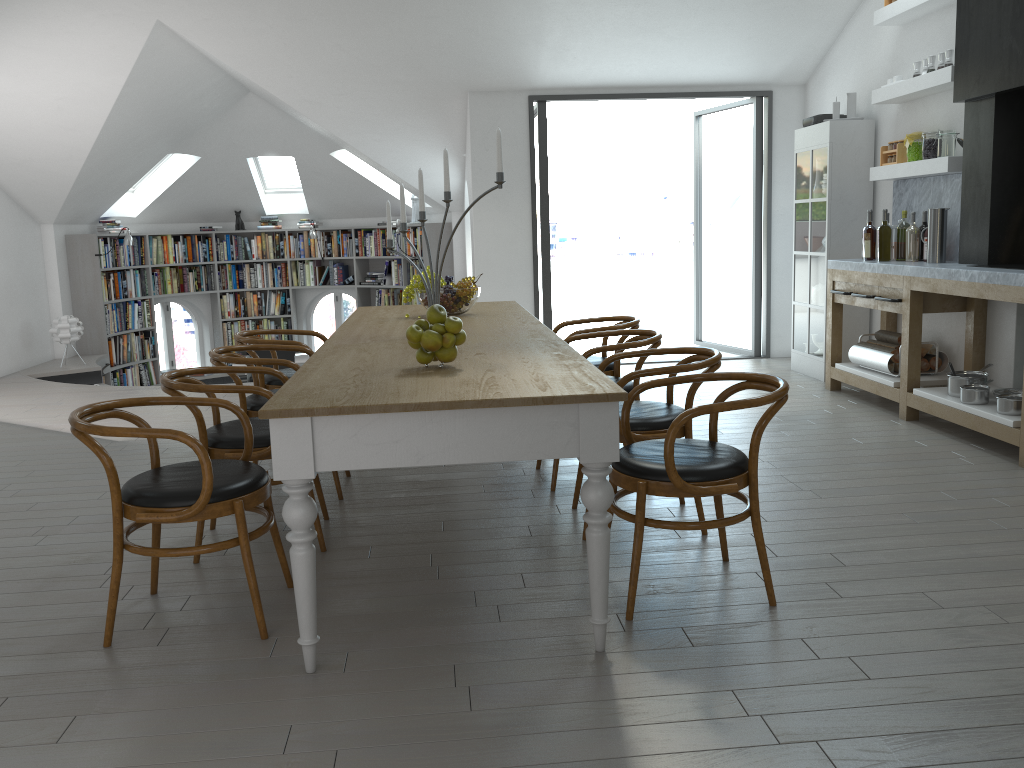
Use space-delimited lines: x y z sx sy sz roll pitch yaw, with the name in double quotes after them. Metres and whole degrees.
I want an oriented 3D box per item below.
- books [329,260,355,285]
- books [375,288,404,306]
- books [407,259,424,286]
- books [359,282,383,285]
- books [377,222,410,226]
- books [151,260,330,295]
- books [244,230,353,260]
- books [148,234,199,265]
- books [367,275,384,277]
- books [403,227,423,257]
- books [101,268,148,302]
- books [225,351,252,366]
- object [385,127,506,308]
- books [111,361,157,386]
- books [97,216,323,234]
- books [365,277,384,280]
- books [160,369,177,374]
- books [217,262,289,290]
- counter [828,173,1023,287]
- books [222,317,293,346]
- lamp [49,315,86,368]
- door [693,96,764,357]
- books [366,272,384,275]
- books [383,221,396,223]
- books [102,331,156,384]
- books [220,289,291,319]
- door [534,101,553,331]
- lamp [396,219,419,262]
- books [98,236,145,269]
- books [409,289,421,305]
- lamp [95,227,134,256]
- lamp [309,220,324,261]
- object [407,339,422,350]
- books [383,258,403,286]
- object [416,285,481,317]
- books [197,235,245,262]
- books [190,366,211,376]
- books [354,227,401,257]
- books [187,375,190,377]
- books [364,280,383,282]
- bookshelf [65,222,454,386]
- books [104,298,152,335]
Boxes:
-2.237 -1.506 11.958 0.399 0.339 0.225 1 9 15 "books"
-1.586 -1.093 11.651 0.975 0.350 0.252 6 12 37 "books"
-1.044 -1.357 10.854 0.279 0.356 1.056 -5 10 -19 "books"
-1.769 -1.350 11.831 0.388 0.042 0.367 5 12 35 "books"
-1.522 -2.080 11.521 0.317 0.036 0.336 -11 13 -42 "books"
-3.616 -1.419 11.741 2.531 0.369 0.593 -6 10 -24 "books"
-2.827 -1.883 11.962 1.565 0.365 0.395 -2 9 1 "books"
-4.381 -1.716 11.295 0.269 0.371 0.795 5 12 38 "books"
-1.772 -1.444 11.817 0.227 0.036 0.214 8 14 44 "books"
-1.059 -1.738 10.810 0.293 0.360 1.017 -6 10 -22 "books"
-4.738 -1.180 10.560 0.303 0.346 1.093 0 10 11 "books"
-3.444 -0.351 12.101 1.020 0.305 0.288 -5 10 -20 "books"
-0.320 -0.637 3.865 0.266 0.871 0.777 -7 10 -30 "object"
-4.687 -0.081 10.753 0.283 0.318 0.922 0 10 13 "books"
-3.863 -2.057 11.421 2.819 0.173 0.749 -9 12 -34 "books"
-1.771 -1.413 11.822 0.286 0.031 0.270 8 14 44 "books"
-4.449 -0.156 11.533 0.214 0.036 0.227 -7 11 -28 "books"
-3.492 -1.471 11.982 1.029 0.357 0.301 -5 10 -19 "books"
3.082 -0.620 3.270 0.961 0.617 6.605 -3 10 -5 "counter"
-3.441 -0.712 12.059 1.032 0.356 0.293 -5 10 -20 "books"
-4.616 -0.449 9.213 0.306 0.522 0.307 -4 9 -16 "lamp"
2.070 -1.491 8.574 0.080 2.337 1.055 -5 9 -20 "door"
-1.773 -1.475 11.813 0.269 0.031 0.287 -6 11 -24 "books"
-1.522 -2.107 11.517 0.233 0.027 0.248 -8 12 -32 "books"
-4.710 -0.213 10.403 0.390 0.692 1.648 -1 10 5 "books"
-3.466 -1.091 11.997 0.998 0.350 0.298 -6 10 -21 "books"
0.253 -1.409 8.444 0.080 2.337 1.056 -3 9 -5 "door"
-1.256 -1.731 10.710 0.275 0.523 0.113 -4 9 -14 "lamp"
-4.741 -1.559 10.485 0.300 0.360 1.037 0 10 11 "books"
-1.023 -0.978 10.906 0.276 0.346 1.024 -5 10 -19 "books"
-4.502 -1.613 10.038 0.414 0.310 0.117 -3 9 -8 "lamp"
-2.587 -1.883 11.711 0.113 0.564 0.359 -2 9 2 "lamp"
-0.328 -0.155 3.080 0.071 0.072 0.071 -9 12 -40 "object"
-1.427 -1.457 11.498 0.554 0.349 0.256 6 12 41 "books"
-0.347 -0.452 4.882 0.360 0.159 0.361 -6 11 -24 "object"
-3.877 -1.801 11.750 0.683 0.344 0.265 -7 10 -28 "books"
-4.130 -0.163 11.737 0.318 0.099 0.293 -2 10 -3 "books"
-1.656 -1.858 11.592 0.970 0.366 0.307 6 12 38 "books"
-4.447 -0.092 11.542 0.366 0.042 0.389 -10 13 -38 "books"
-1.770 -1.383 11.826 0.286 0.031 0.270 4 11 30 "books"
-2.921 -1.025 11.278 4.333 1.872 2.118 -3 9 -5 "bookshelf"
-4.689 -0.804 10.581 0.260 0.357 1.024 0 10 12 "books"
